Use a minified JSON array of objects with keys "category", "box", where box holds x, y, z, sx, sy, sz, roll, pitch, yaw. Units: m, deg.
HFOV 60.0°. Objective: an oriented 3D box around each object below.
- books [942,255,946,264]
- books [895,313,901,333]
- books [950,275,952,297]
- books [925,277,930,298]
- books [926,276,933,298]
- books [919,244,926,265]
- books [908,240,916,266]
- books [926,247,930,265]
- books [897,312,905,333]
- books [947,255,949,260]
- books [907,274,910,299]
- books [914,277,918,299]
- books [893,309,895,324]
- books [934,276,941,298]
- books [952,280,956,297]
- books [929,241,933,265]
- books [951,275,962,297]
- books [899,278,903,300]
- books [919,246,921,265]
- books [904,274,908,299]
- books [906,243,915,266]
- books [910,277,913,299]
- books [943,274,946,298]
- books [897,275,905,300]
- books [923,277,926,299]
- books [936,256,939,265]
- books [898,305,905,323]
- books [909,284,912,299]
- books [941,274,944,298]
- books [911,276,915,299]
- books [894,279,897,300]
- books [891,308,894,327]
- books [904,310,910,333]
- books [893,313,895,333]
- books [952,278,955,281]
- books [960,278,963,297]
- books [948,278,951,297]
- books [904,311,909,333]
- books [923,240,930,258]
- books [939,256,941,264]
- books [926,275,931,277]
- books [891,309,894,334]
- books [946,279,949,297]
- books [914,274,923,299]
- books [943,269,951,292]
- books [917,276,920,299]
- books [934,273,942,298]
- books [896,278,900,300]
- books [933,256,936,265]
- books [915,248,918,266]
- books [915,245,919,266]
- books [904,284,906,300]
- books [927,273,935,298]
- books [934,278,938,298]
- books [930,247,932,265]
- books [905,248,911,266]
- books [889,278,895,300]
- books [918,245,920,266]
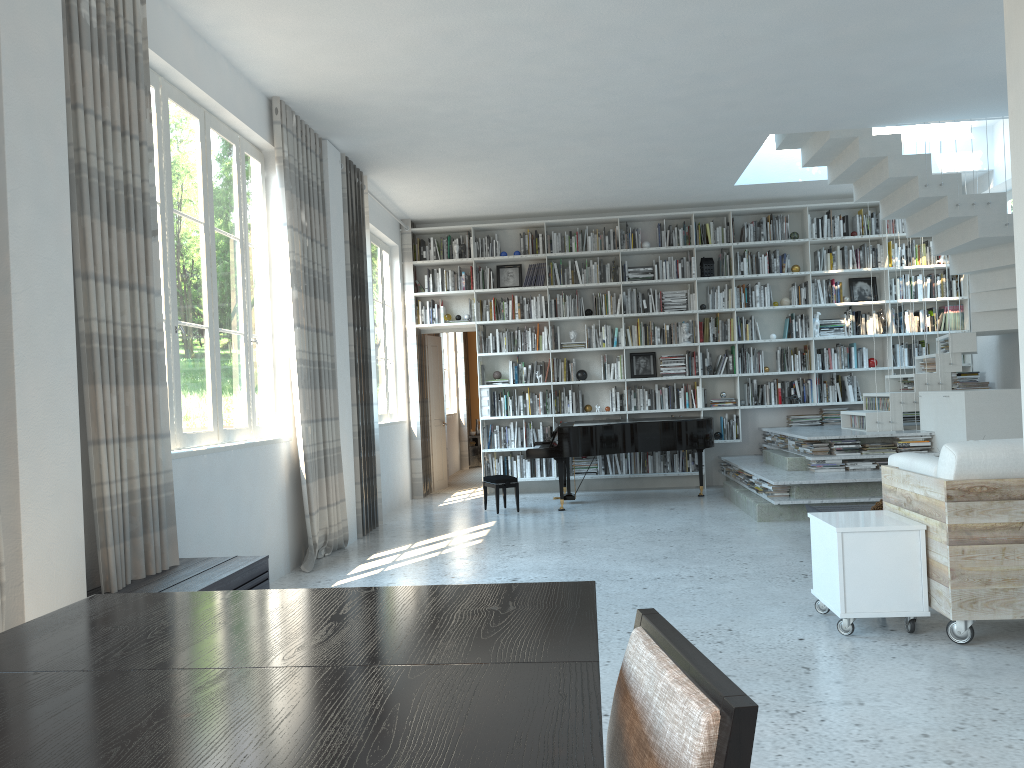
[{"category":"books","box":[4.831,-1.446,9.956,0.070,0.254,0.154,-3,0,5]},{"category":"books","box":[4.337,-0.678,10.016,0.066,0.236,0.144,-3,0,5]},{"category":"books","box":[4.903,-1.096,9.957,0.013,0.283,0.149,-3,0,5]},{"category":"books","box":[4.648,-1.066,9.963,0.045,0.245,0.177,-3,0,5]},{"category":"books","box":[4.682,-1.074,9.967,0.023,0.258,0.184,-3,0,5]},{"category":"books","box":[4.564,-1.428,9.923,0.042,0.242,0.247,-3,-1,5]},{"category":"books","box":[4.469,-1.452,9.908,0.022,0.296,0.152,-3,0,5]},{"category":"books","box":[4.646,-1.420,9.964,0.023,0.220,0.171,-3,0,5]},{"category":"books","box":[4.378,-0.684,9.985,0.022,0.243,0.170,-3,0,5]},{"category":"books","box":[4.877,-1.427,9.950,0.023,0.213,0.180,-3,0,5]},{"category":"books","box":[4.439,-1.080,9.985,0.012,0.293,0.165,-3,0,5]},{"category":"books","box":[4.522,-1.067,9.978,0.024,0.259,0.156,-3,0,5]},{"category":"books","box":[4.297,-0.698,10.020,0.010,0.279,0.147,-3,0,5]},{"category":"books","box":[4.769,-1.075,9.969,0.025,0.252,0.160,-3,0,5]},{"category":"books","box":[4.924,-1.053,9.939,0.029,0.195,0.192,-3,-1,5]},{"category":"books","box":[4.693,-1.453,9.981,0.024,0.281,0.153,-3,0,5]},{"category":"books","box":[4.977,-1.104,9.940,0.042,0.292,0.186,-3,0,5]},{"category":"books","box":[4.357,-1.058,9.991,0.026,0.256,0.173,-3,0,5]},{"category":"books","box":[4.536,-1.417,9.903,0.013,0.222,0.174,-3,0,5]},{"category":"books","box":[4.423,-1.081,9.998,0.022,0.297,0.162,-3,0,5]},{"category":"books","box":[4.448,-1.429,9.906,0.023,0.253,0.189,-3,0,5]},{"category":"books","box":[4.478,-1.066,9.982,0.013,0.260,0.158,-3,0,5]},{"category":"books","box":[4.819,-1.085,9.950,0.028,0.268,0.173,-3,0,5]},{"category":"books","box":[4.375,-1.074,9.976,0.014,0.285,0.185,-3,0,5]},{"category":"books","box":[4.622,-1.069,9.986,0.012,0.254,0.161,-3,0,5]},{"category":"books","box":[4.749,-1.445,9.956,0.022,0.261,0.160,-3,0,5]},{"category":"books","box":[4.395,-0.724,10.002,0.012,0.322,0.141,-3,0,5]},{"category":"books","box":[4.462,-1.024,9.997,0.027,0.179,0.157,-3,0,5]},{"category":"books","box":[4.798,-1.088,9.954,0.013,0.277,0.188,-3,0,5]},{"category":"books","box":[4.498,-1.072,9.989,0.025,0.271,0.152,-3,0,5]},{"category":"books","box":[4.298,-1.052,10.013,0.026,0.250,0.160,-3,0,5]},{"category":"books","box":[4.277,-0.704,10.012,0.010,0.293,0.164,-3,0,5]},{"category":"books","box":[4.438,-0.698,9.991,0.022,0.265,0.157,-3,0,5]},{"category":"books","box":[4.288,-0.677,10.011,0.010,0.238,0.147,-3,0,5]},{"category":"books","box":[4.952,-1.072,9.972,0.024,0.230,0.131,-3,0,5]},{"category":"books","box":[5.010,-1.069,9.938,0.021,0.219,0.184,-3,0,5]},{"category":"books","box":[4.872,-1.063,9.953,0.025,0.220,0.177,-3,0,5]},{"category":"books","box":[4.414,-0.687,9.981,0.026,0.245,0.180,-3,0,5]},{"category":"books","box":[4.661,-1.459,9.971,0.010,0.295,0.165,-3,0,5]},{"category":"books","box":[4.784,-1.460,9.964,0.023,0.287,0.163,-3,0,5]},{"category":"books","box":[4.700,-1.082,9.989,0.010,0.273,0.130,-3,0,5]},{"category":"books","box":[4.258,-0.695,9.999,0.025,0.277,0.160,-3,0,5]},{"category":"books","box":[4.847,-1.058,9.946,0.025,0.211,0.188,-3,0,5]},{"category":"books","box":[4.571,-1.081,9.976,0.030,0.284,0.166,-3,0,5]},{"category":"books","box":[4.890,-1.119,9.967,0.013,0.330,0.140,-3,0,5]},{"category":"books","box":[4.544,-1.070,9.973,0.022,0.262,0.172,-3,0,5]},{"category":"books","box":[4.786,-1.091,9.959,0.012,0.283,0.151,-3,0,5]},{"category":"books","box":[4.320,-1.052,9.983,0.023,0.247,0.182,-3,0,5]},{"category":"books","box":[4.725,-1.405,9.977,0.034,0.182,0.156,-3,0,5]},{"category":"books","box":[4.489,-1.407,9.910,0.014,0.206,0.184,-3,0,5]},{"category":"books","box":[4.507,-1.426,9.915,0.022,0.242,0.144,-3,0,5]},{"category":"books","box":[4.401,-1.027,10.006,0.028,0.191,0.136,-3,0,5]},{"category":"books","box":[4.716,-1.092,9.984,0.024,0.292,0.132,-3,0,5]},{"category":"books","box":[4.743,-1.066,9.982,0.028,0.237,0.146,-3,0,5]},{"category":"books","box":[4.674,-1.418,9.957,0.013,0.213,0.186,-3,0,5]},{"category":"books","box":[4.426,-1.407,9.926,0.025,0.211,0.134,-3,0,5]},{"category":"books","box":[4.278,-1.053,10.002,0.012,0.254,0.161,-3,0,5]},{"category":"books","box":[4.524,-1.424,9.914,0.012,0.237,0.165,-3,0,5]}]
